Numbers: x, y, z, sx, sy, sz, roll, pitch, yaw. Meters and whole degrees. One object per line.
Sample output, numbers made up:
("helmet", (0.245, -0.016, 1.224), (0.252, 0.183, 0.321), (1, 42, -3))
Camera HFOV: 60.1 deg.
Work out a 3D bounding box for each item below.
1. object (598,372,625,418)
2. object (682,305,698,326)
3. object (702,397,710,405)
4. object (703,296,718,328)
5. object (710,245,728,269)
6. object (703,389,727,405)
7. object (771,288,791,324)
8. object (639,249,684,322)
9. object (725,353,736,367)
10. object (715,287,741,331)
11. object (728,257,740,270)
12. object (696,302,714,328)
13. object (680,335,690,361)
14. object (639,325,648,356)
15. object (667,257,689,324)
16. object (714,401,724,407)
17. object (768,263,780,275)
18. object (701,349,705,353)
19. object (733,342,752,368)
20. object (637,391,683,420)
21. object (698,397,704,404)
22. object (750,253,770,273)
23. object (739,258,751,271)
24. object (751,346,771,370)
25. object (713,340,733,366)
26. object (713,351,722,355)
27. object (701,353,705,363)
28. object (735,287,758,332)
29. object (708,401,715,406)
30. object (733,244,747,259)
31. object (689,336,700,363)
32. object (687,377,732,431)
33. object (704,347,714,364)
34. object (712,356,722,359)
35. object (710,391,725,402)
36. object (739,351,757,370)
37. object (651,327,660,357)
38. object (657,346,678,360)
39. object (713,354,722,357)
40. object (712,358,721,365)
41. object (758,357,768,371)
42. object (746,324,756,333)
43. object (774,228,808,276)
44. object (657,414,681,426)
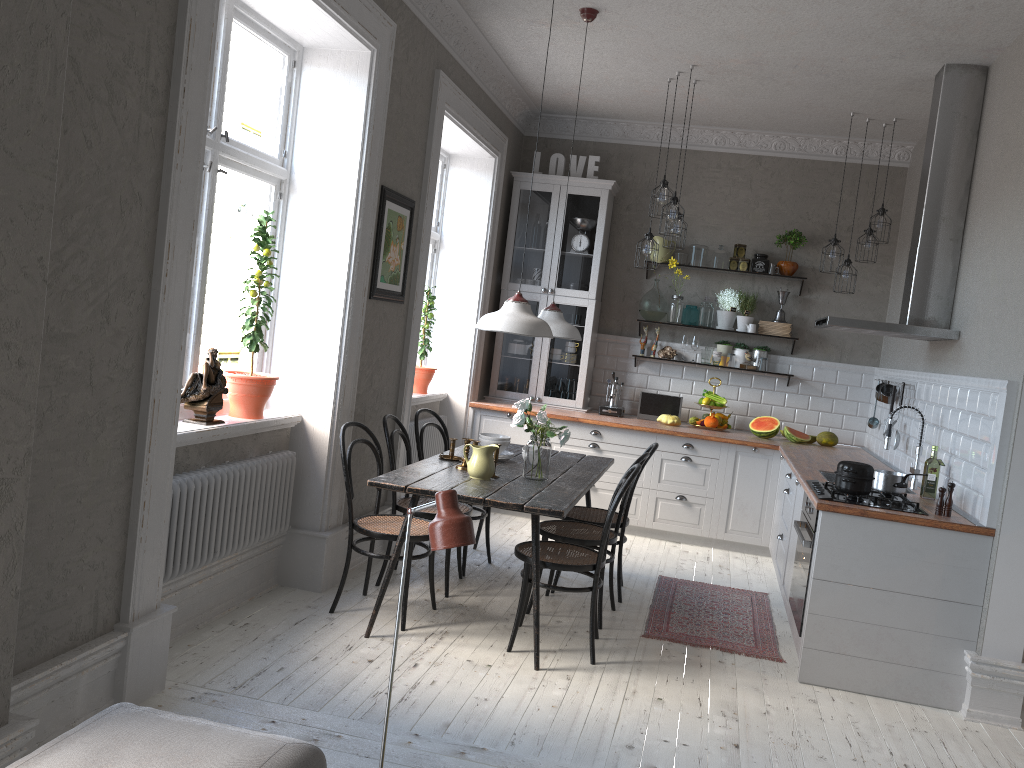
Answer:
("object", (0.834, 0.078, 7.294), (0.204, 0.370, 0.356), (8, 4, 12))
("object", (1.496, -0.572, 7.426), (0.125, 0.172, 0.127), (8, 4, 15))
("object", (1.566, 0.139, 7.137), (0.058, 0.069, 0.080), (9, 4, 31))
("object", (1.657, -0.600, 7.457), (0.130, 0.264, 0.133), (8, 4, 17))
("object", (1.738, -1.053, 7.409), (0.142, 0.220, 0.137), (5, 4, -29))
("object", (1.641, 0.103, 7.166), (0.208, 0.101, 0.068), (8, 4, 17))
("object", (2.211, -0.642, 7.259), (0.131, 0.287, 0.130), (7, 3, -3))
("object", (1.198, -0.861, 7.370), (0.339, 0.674, 0.333), (6, 4, -20))
("object", (1.807, -0.196, 7.311), (0.077, 0.108, 0.078), (7, 4, 5))
("object", (1.808, -0.623, 7.365), (0.240, 0.354, 0.238), (9, 4, 29))
("object", (1.825, -0.981, 7.291), (0.082, 0.113, 0.083), (8, 4, 12))
("object", (1.597, -0.569, 7.315), (0.122, 0.206, 0.127), (9, 4, 34))
("object", (1.445, -0.302, 7.428), (0.082, 0.217, 0.081), (7, 3, -2))
("object", (1.114, -0.368, 7.489), (0.054, 0.264, 0.061), (6, 4, -17))
("object", (1.349, -0.769, 7.299), (0.191, 0.539, 0.281), (7, 3, 4))
("object", (1.668, 0.174, 7.169), (0.076, 0.062, 0.099), (6, 4, -15))
("object", (2.123, -0.929, 7.182), (0.092, 0.096, 0.075), (8, 4, 12))
("object", (1.617, -0.247, 7.411), (0.076, 0.083, 0.079), (9, 4, 29))
("object", (1.905, -0.239, 7.373), (0.170, 0.214, 0.150), (10, 5, 41))
("object", (1.222, 0.197, 7.313), (0.349, 0.226, 0.089), (8, 4, 11))
("object", (1.567, 0.151, 7.214), (0.096, 0.078, 0.101), (7, 4, -1))
("object", (2.043, -0.986, 7.297), (0.141, 0.174, 0.143), (8, 4, 12))
("object", (1.909, -0.970, 7.271), (0.081, 0.113, 0.084), (8, 4, 22))
("object", (2.067, -0.217, 7.352), (0.157, 0.213, 0.154), (7, 4, 9))
("object", (1.753, -0.264, 7.393), (0.157, 0.216, 0.155), (6, 4, -9))
("object", (1.687, -0.240, 7.277), (0.077, 0.051, 0.077), (7, 4, -3))
("object", (1.613, -0.214, 7.413), (0.076, 0.083, 0.079), (9, 4, 29))
("object", (1.926, -0.616, 7.289), (0.187, 0.380, 0.166), (5, 4, -28))
("object", (1.606, 0.167, 7.145), (0.063, 0.061, 0.067), (8, 4, 11))
("object", (1.868, -1.087, 7.266), (0.083, 0.113, 0.082), (6, 4, -8))
("object", (1.510, -0.287, 7.319), (0.082, 0.217, 0.081), (7, 3, -2))
("object", (1.627, 0.156, 7.197), (0.353, 0.425, 0.351), (7, 4, -3))
("object", (1.629, -0.235, 7.332), (0.079, 0.139, 0.078), (6, 4, -16))
("object", (1.682, -0.198, 7.279), (0.077, 0.051, 0.077), (7, 4, 4))
("object", (1.683, 0.115, 7.228), (0.177, 0.096, 0.090), (9, 4, 31))
("object", (1.953, -0.193, 7.276), (0.120, 0.146, 0.099), (6, 4, -21))
("object", (1.213, -0.353, 7.454), (0.063, 0.264, 0.052), (4, 5, -42))
("object", (1.298, -0.265, 7.416), (0.178, 0.111, 0.095), (6, 4, -12))
("object", (1.684, -0.215, 7.278), (0.076, 0.051, 0.078), (9, 4, 30))
("object", (1.679, -0.181, 7.280), (0.077, 0.051, 0.077), (7, 4, 4))
("object", (2.052, -0.161, 7.239), (0.077, 0.108, 0.078), (7, 4, 5))
("object", (1.957, -0.453, 7.224), (0.104, 0.071, 0.064), (10, 5, 41))
("object", (2.271, -1.064, 7.202), (0.256, 0.397, 0.246), (9, 4, 36))
("object", (1.261, 0.287, 7.101), (0.195, 0.083, 0.191), (8, 4, 12))
